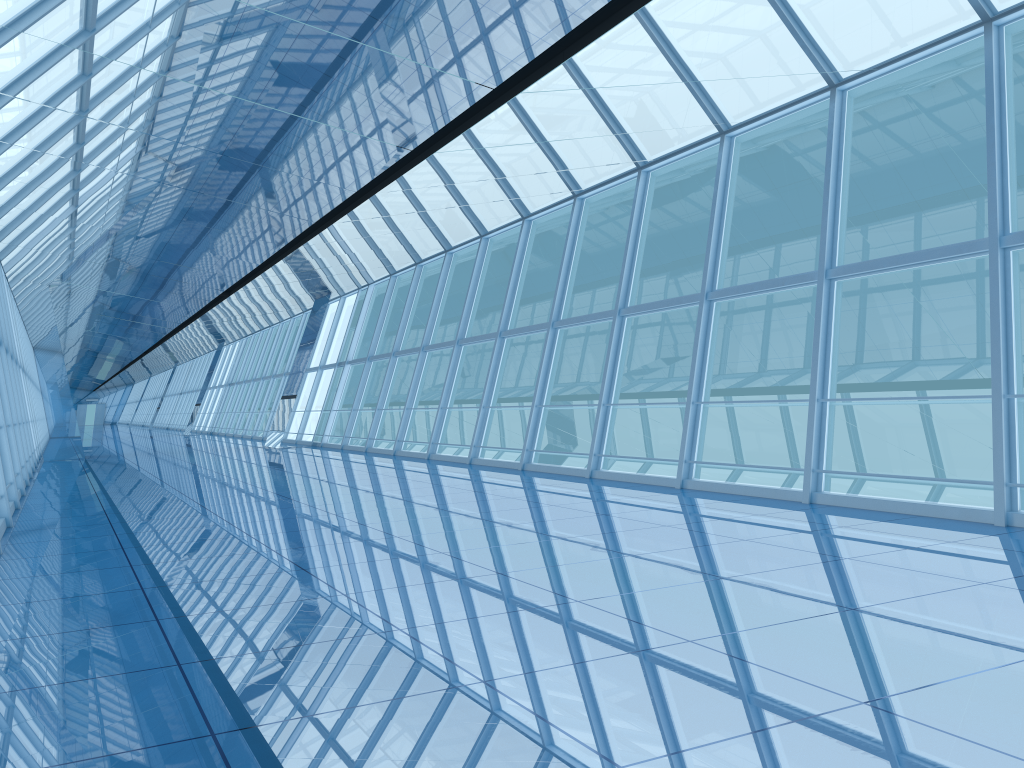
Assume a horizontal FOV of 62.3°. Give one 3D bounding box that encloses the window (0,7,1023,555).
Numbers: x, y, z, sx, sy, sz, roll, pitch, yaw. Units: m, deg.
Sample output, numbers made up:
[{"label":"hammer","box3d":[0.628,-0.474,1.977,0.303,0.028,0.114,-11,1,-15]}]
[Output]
[{"label":"window","box3d":[-21.461,0.351,46.935,9.855,4.952,106.157,0,-2,-28]}]
